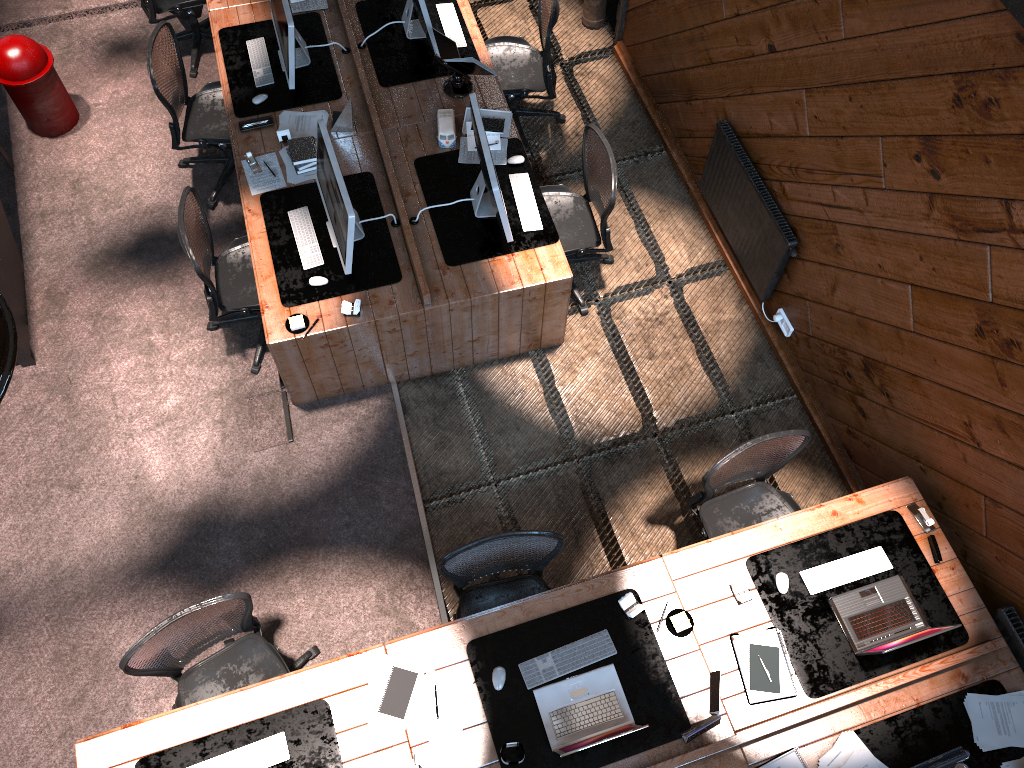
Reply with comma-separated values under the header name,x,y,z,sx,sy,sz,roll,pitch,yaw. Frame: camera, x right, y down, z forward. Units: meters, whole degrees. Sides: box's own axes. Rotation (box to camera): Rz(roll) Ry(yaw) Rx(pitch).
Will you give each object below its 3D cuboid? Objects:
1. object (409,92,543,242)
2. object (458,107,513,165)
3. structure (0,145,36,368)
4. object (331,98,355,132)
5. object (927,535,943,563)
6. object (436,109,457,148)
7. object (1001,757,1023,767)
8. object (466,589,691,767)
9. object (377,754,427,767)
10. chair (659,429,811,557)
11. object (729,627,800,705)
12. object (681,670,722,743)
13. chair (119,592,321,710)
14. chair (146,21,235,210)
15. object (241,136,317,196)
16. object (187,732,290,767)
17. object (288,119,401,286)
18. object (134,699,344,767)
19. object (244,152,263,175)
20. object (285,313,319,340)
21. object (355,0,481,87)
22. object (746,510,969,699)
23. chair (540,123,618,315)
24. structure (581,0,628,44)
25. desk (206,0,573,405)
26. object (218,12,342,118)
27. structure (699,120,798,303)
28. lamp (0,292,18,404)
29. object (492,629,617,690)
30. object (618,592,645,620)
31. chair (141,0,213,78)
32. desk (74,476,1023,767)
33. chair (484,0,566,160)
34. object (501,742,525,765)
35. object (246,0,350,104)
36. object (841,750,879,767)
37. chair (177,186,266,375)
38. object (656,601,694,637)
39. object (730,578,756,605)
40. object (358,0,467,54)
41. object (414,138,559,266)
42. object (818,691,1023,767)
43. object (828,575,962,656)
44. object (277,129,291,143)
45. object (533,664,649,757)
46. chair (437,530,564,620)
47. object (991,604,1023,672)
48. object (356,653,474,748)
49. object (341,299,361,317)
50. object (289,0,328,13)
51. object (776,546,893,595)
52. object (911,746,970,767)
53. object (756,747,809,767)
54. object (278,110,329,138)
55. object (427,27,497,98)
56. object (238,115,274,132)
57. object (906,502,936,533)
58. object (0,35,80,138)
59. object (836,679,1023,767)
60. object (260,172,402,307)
name,x,y,z,sx,sy,sz,roll,pitch,yaw
object,-0.100,-1.181,5.034,0.663,0.578,0.811,35,66,16
object,-0.167,-1.548,5.523,0.304,0.017,0.467,5,62,1
structure,-4.249,-3.220,5.318,10.620,4.603,5.793,-15,63,-9
object,-1.050,-1.681,5.413,0.165,0.320,0.178,-7,62,-5
object,2.049,0.799,4.296,0.022,0.042,0.134,-2,62,-2
object,-0.408,-1.589,5.508,0.128,0.146,0.253,-3,62,-3
object,2.150,1.763,3.729,0.478,0.098,0.319,-17,63,-10
object,0.289,1.358,3.973,0.848,0.008,0.687,-16,63,-10
object,-0.485,1.742,3.714,0.325,0.065,0.363,-2,62,-2
chair,1.280,0.715,4.584,0.770,1.085,0.792,-35,68,-18
object,1.142,1.267,4.013,0.229,0.060,0.316,-8,62,-6
object,0.874,1.433,3.901,0.129,0.083,0.347,28,65,13
chair,-1.281,1.414,4.147,0.792,1.085,0.770,38,67,17
chair,-1.970,-1.839,5.895,0.792,1.085,0.770,-16,63,-10
object,-1.381,-1.344,5.348,0.478,0.098,0.319,-17,63,-10
object,-1.238,1.636,3.768,0.577,0.040,0.139,-15,63,-9
object,-0.944,-1.014,4.921,0.610,0.573,0.714,-16,63,-10
object,-1.112,1.786,3.709,0.848,0.008,0.687,-16,63,-10
object,-1.571,-1.348,5.366,0.054,0.064,0.159,-27,65,-15
object,-1.164,-0.333,4.845,0.154,0.026,0.158,26,64,12
object,-0.638,-2.347,5.962,0.687,0.008,0.848,-14,63,-9
object,1.622,1.018,4.188,0.848,0.008,0.687,-16,63,-10
chair,0.314,-1.001,5.493,0.792,1.085,0.770,-26,65,-14
structure,0.716,-3.699,6.035,0.500,2.745,1.003,-10,62,-7
desk,-1.052,-2.002,6.143,1.748,0.840,4.117,-13,63,-8
object,-1.526,-2.103,5.809,0.687,0.008,0.848,-14,63,-9
structure,1.468,-1.062,5.591,0.073,0.628,1.064,-15,63,-9
lamp,-0.865,-0.568,0.127,0.445,2.372,0.445,27,64,13
object,0.190,1.262,4.003,0.577,0.040,0.139,-16,63,-10
object,0.552,1.027,4.118,0.082,0.063,0.106,-32,67,-17
chair,-2.454,-2.964,6.494,0.792,1.085,0.770,-35,68,-18
desk,0.327,1.889,4.065,4.117,0.840,1.748,-15,63,-9
chair,0.012,-2.193,6.132,0.792,1.085,0.770,-16,63,-10
object,0.003,1.576,3.781,0.099,0.138,0.078,-5,62,-4
object,-1.502,-2.204,5.555,0.654,0.576,0.735,27,64,13
object,1.521,1.747,3.772,0.246,0.002,0.315,-34,67,-18
chair,-1.558,-0.696,5.285,0.792,1.085,0.770,-26,65,-14
object,0.769,1.102,4.111,0.154,0.026,0.158,22,63,10
object,1.084,0.971,4.169,0.082,0.063,0.106,-18,63,-11
object,-0.566,-2.528,5.753,0.642,0.578,0.772,26,64,12
object,-0.162,-1.103,5.297,0.687,0.008,0.848,-14,63,-9
object,1.839,1.576,3.879,1.058,0.002,0.356,-17,63,-10
object,1.722,1.033,4.019,0.390,0.283,0.323,-15,63,-9
object,-1.398,-1.520,5.444,0.076,0.102,0.034,-15,63,-9
object,0.324,1.376,3.770,0.380,0.288,0.320,-15,63,-9
chair,0.016,1.142,4.324,0.770,1.085,0.792,-26,65,-14
object,2.452,1.622,4.157,0.073,0.628,1.064,-15,63,-9
object,-0.421,1.399,3.925,0.467,0.017,0.304,14,62,6
object,-0.886,-0.423,4.880,0.106,0.063,0.082,0,62,-1
object,-1.444,-2.740,6.141,0.304,0.017,0.467,-9,62,-6
object,1.534,0.904,4.228,0.577,0.040,0.139,-13,63,-8
object,1.831,1.723,3.729,0.322,0.116,0.290,-17,63,-10
object,1.196,1.740,3.758,0.229,0.060,0.316,-22,64,-12
object,-1.309,-1.626,5.557,0.315,0.002,0.246,-2,62,-2
object,-0.342,-2.011,5.569,0.304,0.380,0.417,-41,70,-20
object,-1.598,-1.628,5.537,0.215,0.031,0.089,-15,63,-9
object,2.023,0.649,4.365,0.054,0.064,0.159,-22,64,-13
object,-3.354,-2.106,6.211,0.414,0.707,0.414,25,64,12
object,1.914,1.731,3.808,0.848,0.008,0.687,-16,63,-10
object,-1.059,-0.856,5.143,0.687,0.008,0.848,-14,63,-9
